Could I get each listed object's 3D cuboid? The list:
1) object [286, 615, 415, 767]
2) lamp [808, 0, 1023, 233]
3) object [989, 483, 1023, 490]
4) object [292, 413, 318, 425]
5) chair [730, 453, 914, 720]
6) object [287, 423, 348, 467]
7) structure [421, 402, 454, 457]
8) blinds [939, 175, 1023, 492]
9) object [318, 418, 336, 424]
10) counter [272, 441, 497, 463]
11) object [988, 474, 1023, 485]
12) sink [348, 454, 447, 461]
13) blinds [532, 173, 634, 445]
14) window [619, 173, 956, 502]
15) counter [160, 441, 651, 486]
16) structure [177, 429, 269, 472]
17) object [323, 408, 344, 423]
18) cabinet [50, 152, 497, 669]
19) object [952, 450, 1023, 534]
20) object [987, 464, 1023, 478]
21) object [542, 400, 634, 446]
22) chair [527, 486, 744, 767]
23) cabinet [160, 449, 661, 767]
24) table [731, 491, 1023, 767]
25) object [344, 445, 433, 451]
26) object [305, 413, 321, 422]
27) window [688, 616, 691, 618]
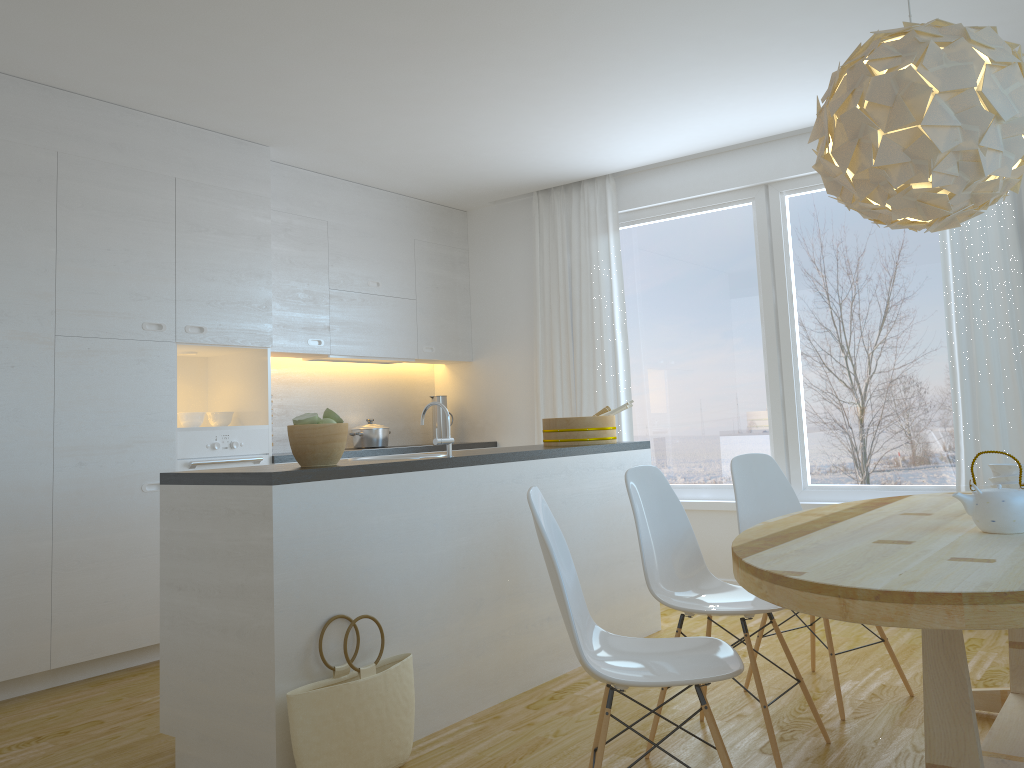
[{"bbox_3d":[-0.022,0.942,2.613,1.188,0.505,0.469,-3,-5,14],"label":"object"},{"bbox_3d":[1.236,-1.015,2.714,0.644,1.142,0.637,-6,-7,36],"label":"lamp"},{"bbox_3d":[1.462,0.324,2.545,0.152,0.093,0.150,-2,-4,-14],"label":"object"},{"bbox_3d":[-0.698,0.131,2.989,0.084,0.066,0.085,1,-5,-41],"label":"object"},{"bbox_3d":[1.153,0.723,3.427,0.429,0.907,0.520,1,-7,-33],"label":"chair"},{"bbox_3d":[-0.664,0.209,3.033,0.205,0.143,0.204,-2,-4,-2],"label":"object"},{"bbox_3d":[-0.314,0.176,3.437,0.161,0.216,0.096,-6,-7,37],"label":"structure"},{"bbox_3d":[2.554,-0.535,4.441,0.792,2.174,0.149,-7,-8,37],"label":"blinds"},{"bbox_3d":[-0.631,0.159,3.027,0.081,0.086,0.097,-3,-4,1],"label":"object"},{"bbox_3d":[-0.948,0.447,5.843,0.598,0.040,1.996,-5,-3,37],"label":"counter"},{"bbox_3d":[1.459,0.300,2.550,0.152,0.096,0.150,0,-5,-37],"label":"object"},{"bbox_3d":[-0.456,0.371,3.562,0.404,0.158,0.401,-2,-3,-12],"label":"sink"},{"bbox_3d":[0.422,-0.367,6.019,0.792,2.174,0.149,-7,-8,36],"label":"blinds"},{"bbox_3d":[1.626,-0.267,5.355,2.718,1.930,0.088,-5,-7,36],"label":"window"},{"bbox_3d":[-0.243,0.319,3.800,0.599,0.040,2.395,-5,-3,37],"label":"counter"},{"bbox_3d":[-1.492,0.540,4.622,0.049,0.600,0.559,-7,-6,37],"label":"structure"},{"bbox_3d":[-0.625,0.118,3.096,0.074,0.072,0.077,0,-5,-28],"label":"object"},{"bbox_3d":[-1.272,0.116,5.363,0.479,2.315,3.194,-7,-6,37],"label":"cabinet"},{"bbox_3d":[1.267,0.281,2.330,0.177,0.213,0.147,-6,-6,36],"label":"object"},{"bbox_3d":[1.461,0.272,2.552,0.152,0.087,0.151,-1,-4,-25],"label":"object"},{"bbox_3d":[0.368,0.202,4.570,0.429,0.215,0.376,-1,-4,-25],"label":"object"},{"bbox_3d":[0.325,0.700,2.187,0.523,0.907,0.427,-3,-6,7],"label":"chair"},{"bbox_3d":[-0.222,0.793,3.747,0.598,0.915,2.395,-6,-5,37],"label":"cabinet"},{"bbox_3d":[1.352,0.756,2.477,1.190,0.730,2.185,-5,-4,35],"label":"table"},{"bbox_3d":[-0.949,0.429,5.850,0.560,0.013,0.652,-5,-3,37],"label":"object"},{"bbox_3d":[-0.697,0.149,3.076,0.102,0.099,0.086,0,-6,-32],"label":"object"},{"bbox_3d":[1.342,-0.361,1.930,2.540,2.067,1.875,-6,-6,36],"label":"window"}]
